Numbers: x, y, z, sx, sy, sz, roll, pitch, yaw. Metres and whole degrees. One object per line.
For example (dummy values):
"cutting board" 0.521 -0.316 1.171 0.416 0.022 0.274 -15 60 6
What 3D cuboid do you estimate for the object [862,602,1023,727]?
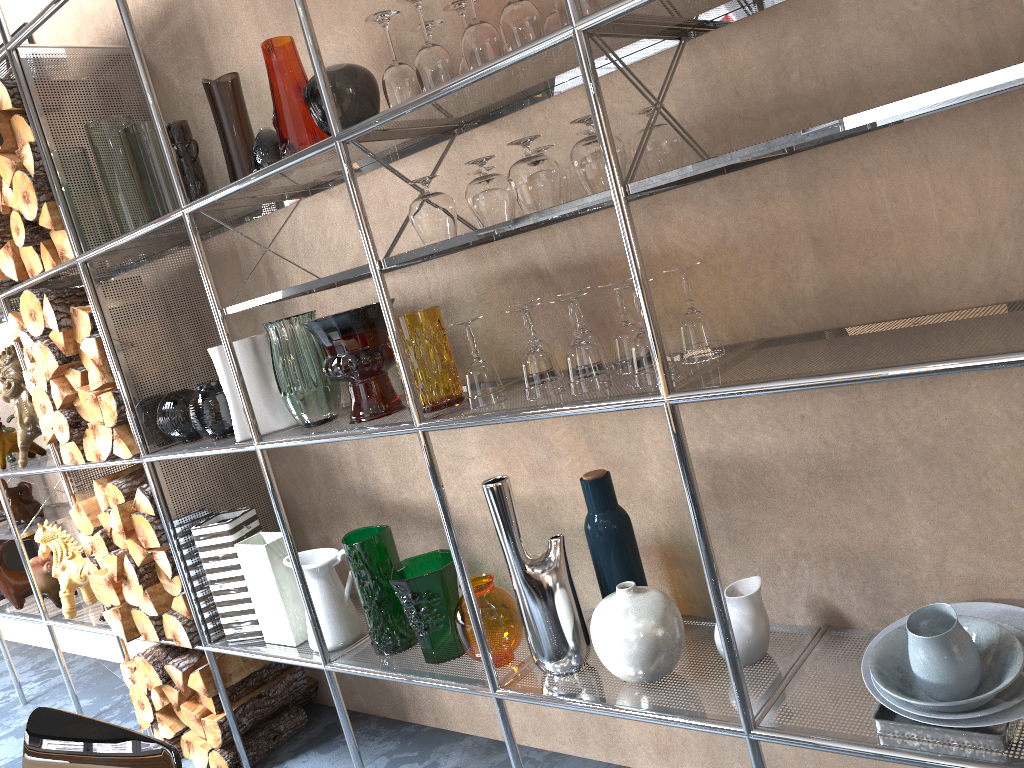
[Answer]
"object" 0.715 0.440 1.399 0.308 0.058 0.311 -22 10 -40

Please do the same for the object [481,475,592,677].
"object" 0.058 0.383 1.813 0.129 0.420 0.129 -8 11 44

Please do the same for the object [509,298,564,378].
"object" 0.047 -0.087 1.834 0.081 0.170 0.081 -18 8 -23

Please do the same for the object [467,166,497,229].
"object" -0.046 -0.375 1.812 0.092 0.124 0.092 -18 8 -23

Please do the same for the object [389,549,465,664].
"object" -0.176 0.518 2.048 0.157 0.219 0.161 -15 8 -2

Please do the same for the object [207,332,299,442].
"object" -0.652 0.002 2.261 0.175 0.241 0.165 -17 8 -13

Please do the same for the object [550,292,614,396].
"object" 0.121 -0.072 1.583 0.081 0.170 0.081 -9 10 37

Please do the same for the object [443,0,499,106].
"object" -0.076 -0.638 1.710 0.071 0.184 0.070 -13 8 17

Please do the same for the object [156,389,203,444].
"object" -0.920 0.091 2.494 0.148 0.146 0.150 -12 8 20

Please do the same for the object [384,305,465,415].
"object" -0.183 -0.050 1.861 0.120 0.206 0.120 -15 8 -2

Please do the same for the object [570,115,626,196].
"object" 0.140 -0.375 1.456 0.092 0.124 0.092 -18 8 -23

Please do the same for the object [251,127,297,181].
"object" -0.533 -0.513 1.966 0.108 0.109 0.109 -18 8 -23

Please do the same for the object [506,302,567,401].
"object" 0.042 -0.062 1.659 0.081 0.170 0.081 -9 10 37

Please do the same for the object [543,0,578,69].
"object" 0.081 -0.662 1.582 0.071 0.184 0.070 -13 8 17

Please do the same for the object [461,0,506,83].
"object" -0.061 -0.615 1.522 0.071 0.184 0.070 -13 8 17

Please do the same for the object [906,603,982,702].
"object" 0.657 0.406 1.354 0.098 0.136 0.101 -12 8 24

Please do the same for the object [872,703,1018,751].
"object" 0.675 0.488 1.363 0.184 0.024 0.184 -8 10 41

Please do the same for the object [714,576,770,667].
"object" 0.431 0.449 1.665 0.102 0.142 0.100 -12 8 21

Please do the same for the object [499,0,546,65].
"object" 0.006 -0.624 1.453 0.071 0.184 0.070 -13 8 17

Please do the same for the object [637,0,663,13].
"object" 0.182 -0.655 1.316 0.060 0.191 0.060 -18 8 -23

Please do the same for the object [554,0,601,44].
"object" 0.094 -0.639 1.398 0.071 0.184 0.070 -13 8 17

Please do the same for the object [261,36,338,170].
"object" -0.458 -0.596 1.875 0.127 0.254 0.126 -16 8 -6

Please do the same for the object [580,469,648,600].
"object" 0.217 0.361 1.850 0.099 0.372 0.099 -15 8 0

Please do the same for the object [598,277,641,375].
"object" 0.215 -0.110 1.673 0.081 0.170 0.081 -9 10 37

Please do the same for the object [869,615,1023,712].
"object" 0.665 0.439 1.355 0.215 0.080 0.217 -22 10 -40

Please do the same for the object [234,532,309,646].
"object" -0.636 0.553 2.408 0.148 0.287 0.092 -8 10 41

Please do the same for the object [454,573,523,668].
"object" -0.053 0.517 1.936 0.145 0.188 0.145 -10 9 32

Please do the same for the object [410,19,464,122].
"object" -0.147 -0.629 1.789 0.071 0.184 0.070 -13 8 17

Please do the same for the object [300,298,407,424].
"object" -0.334 -0.047 1.987 0.215 0.243 0.218 -10 9 31

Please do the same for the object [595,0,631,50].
"object" 0.156 -0.674 1.526 0.071 0.184 0.070 -13 8 17

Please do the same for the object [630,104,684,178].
"object" 0.253 -0.419 1.553 0.092 0.124 0.092 -18 8 -23

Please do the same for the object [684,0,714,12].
"object" 0.277 -0.692 1.402 0.060 0.191 0.060 -18 8 -23

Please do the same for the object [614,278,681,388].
"object" 0.223 -0.086 1.485 0.081 0.170 0.081 -18 8 -23

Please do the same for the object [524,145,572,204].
"object" 0.069 -0.392 1.713 0.092 0.124 0.092 -18 8 -23

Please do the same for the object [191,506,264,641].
"object" -0.777 0.543 2.540 0.139 0.347 0.140 -12 8 21

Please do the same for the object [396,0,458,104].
"object" -0.148 -0.601 1.586 0.071 0.184 0.070 -13 8 17

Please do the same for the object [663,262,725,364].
"object" 0.323 -0.128 1.592 0.081 0.170 0.081 -18 8 -23

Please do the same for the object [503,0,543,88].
"object" 0.008 -0.653 1.658 0.071 0.184 0.070 -13 8 17

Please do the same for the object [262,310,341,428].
"object" -0.491 -0.032 2.105 0.144 0.264 0.142 -18 8 -19

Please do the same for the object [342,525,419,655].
"object" -0.318 0.499 2.166 0.125 0.295 0.130 -18 8 -24

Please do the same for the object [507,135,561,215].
"object" 0.037 -0.356 1.519 0.092 0.124 0.092 -18 8 -23

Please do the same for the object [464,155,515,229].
"object" -0.041 -0.351 1.631 0.092 0.124 0.092 -18 8 -23

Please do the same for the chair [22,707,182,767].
"chair" -0.564 0.893 1.013 0.527 0.825 0.599 -8 10 41

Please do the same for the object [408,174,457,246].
"object" -0.152 -0.329 1.690 0.092 0.124 0.092 -18 8 -23

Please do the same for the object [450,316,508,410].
"object" -0.068 -0.043 1.736 0.081 0.170 0.081 -18 8 -23

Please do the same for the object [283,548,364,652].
"object" -0.472 0.547 2.300 0.171 0.245 0.146 -18 8 -19

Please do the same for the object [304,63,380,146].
"object" -0.335 -0.561 1.782 0.149 0.149 0.148 -16 8 -6

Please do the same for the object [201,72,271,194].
"object" -0.632 -0.577 2.025 0.092 0.268 0.092 -19 8 -26

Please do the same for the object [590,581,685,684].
"object" 0.240 0.472 1.696 0.177 0.188 0.177 -16 8 -8

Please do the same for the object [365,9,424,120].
"object" -0.216 -0.592 1.653 0.071 0.184 0.070 -13 8 17

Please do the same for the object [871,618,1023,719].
"object" 0.692 0.445 1.385 0.246 0.052 0.249 -22 10 -40

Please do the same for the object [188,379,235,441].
"object" -0.789 0.068 2.379 0.151 0.154 0.151 -8 11 44

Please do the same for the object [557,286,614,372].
"object" 0.142 -0.102 1.756 0.081 0.170 0.081 -9 10 37

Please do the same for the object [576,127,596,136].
"object" 0.163 -0.406 1.631 0.092 0.124 0.092 -18 8 -23
